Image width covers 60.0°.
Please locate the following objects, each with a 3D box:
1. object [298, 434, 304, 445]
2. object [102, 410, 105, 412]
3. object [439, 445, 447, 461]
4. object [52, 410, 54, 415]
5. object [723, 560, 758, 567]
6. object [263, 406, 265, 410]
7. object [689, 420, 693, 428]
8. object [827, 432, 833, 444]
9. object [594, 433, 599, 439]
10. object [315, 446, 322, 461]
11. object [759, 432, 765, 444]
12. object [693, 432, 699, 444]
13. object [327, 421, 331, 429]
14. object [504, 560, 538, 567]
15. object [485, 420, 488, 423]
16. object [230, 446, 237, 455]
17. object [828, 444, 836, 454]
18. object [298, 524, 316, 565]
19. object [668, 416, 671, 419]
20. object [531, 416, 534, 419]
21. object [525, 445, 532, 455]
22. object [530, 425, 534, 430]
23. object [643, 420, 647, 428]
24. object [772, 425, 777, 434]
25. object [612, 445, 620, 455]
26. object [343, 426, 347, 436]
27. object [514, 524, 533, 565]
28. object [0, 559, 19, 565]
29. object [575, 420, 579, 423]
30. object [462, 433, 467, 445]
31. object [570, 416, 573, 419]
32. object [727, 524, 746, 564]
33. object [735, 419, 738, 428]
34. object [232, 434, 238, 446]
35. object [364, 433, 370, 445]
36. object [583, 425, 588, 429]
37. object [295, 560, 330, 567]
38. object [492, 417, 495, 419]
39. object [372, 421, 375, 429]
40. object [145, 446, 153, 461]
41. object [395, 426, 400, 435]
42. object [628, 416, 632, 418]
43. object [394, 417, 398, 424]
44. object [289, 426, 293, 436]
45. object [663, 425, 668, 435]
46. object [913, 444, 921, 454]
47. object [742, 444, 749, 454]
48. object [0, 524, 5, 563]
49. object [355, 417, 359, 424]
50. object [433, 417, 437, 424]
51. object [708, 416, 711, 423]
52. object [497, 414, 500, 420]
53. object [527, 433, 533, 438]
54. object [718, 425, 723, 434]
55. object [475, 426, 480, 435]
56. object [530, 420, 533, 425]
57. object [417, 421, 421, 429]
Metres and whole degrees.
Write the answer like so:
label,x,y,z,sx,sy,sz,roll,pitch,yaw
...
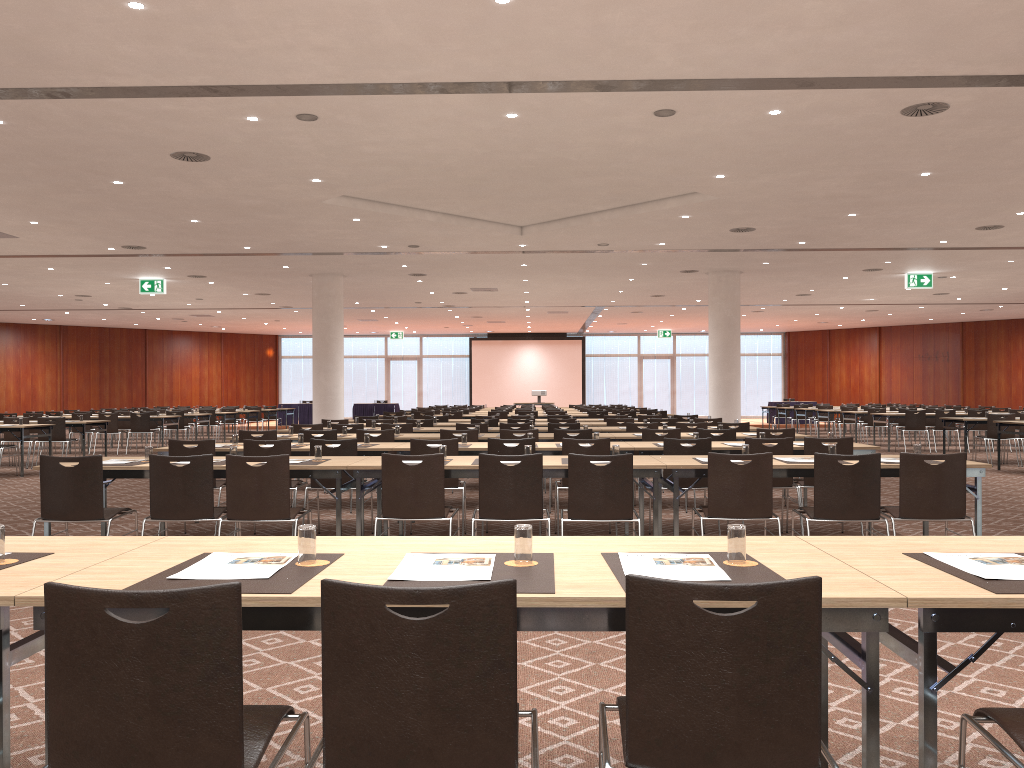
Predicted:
label,x,y,z,sx,sy,sz,roll,pitch,yaw
object,-2.092,0.550,8.785,0.054,0.114,0.054,0,0,13
object,-10.357,0.715,22.494,0.054,0.114,0.054,0,0,35
object,-0.524,0.523,6.728,0.054,0.114,0.054,0,0,-32
object,-11.667,0.721,22.525,0.054,0.114,0.054,0,0,35
object,0.685,0.537,2.659,0.102,0.001,0.102,0,-1,-32
object,-7.939,0.761,28.431,0.054,0.114,0.054,0,0,-10
object,2.560,0.566,12.654,0.054,0.114,0.054,0,0,-32
object,3.106,0.526,8.652,0.054,0.114,0.054,0,0,-10
object,0.829,0.536,8.710,0.054,0.114,0.054,0,0,-10
object,-1.478,0.528,6.769,0.054,0.114,0.054,0,0,-32
object,2.448,0.529,8.673,0.054,0.114,0.054,0,0,35
object,1.801,0.532,8.683,0.054,0.114,0.054,0,0,35
object,-2.640,0.590,12.799,0.054,0.114,0.054,0,0,-10
object,0.028,0.540,2.672,0.102,0.001,0.102,0,-1,-32
object,-0.367,0.580,12.739,0.054,0.114,0.054,0,0,-10
object,-2.131,0.531,6.786,0.054,0.114,0.054,0,0,35
object,2.406,0.510,6.660,0.054,0.114,0.054,0,0,35
object,-0.621,0.486,2.688,0.054,0.114,0.054,0,0,-32
object,2.606,0.585,14.654,0.054,0.114,0.054,0,0,-32
object,0.336,0.595,14.719,0.054,0.114,0.054,0,0,35
object,0.123,0.521,6.715,0.054,0.114,0.054,0,0,-32
object,0.242,0.558,10.716,0.054,0.114,0.054,0,0,35
object,1.907,0.569,12.685,0.054,0.114,0.054,0,0,-32
object,3.152,0.545,10.655,0.054,0.114,0.054,0,0,-32
object,0.785,0.518,6.695,0.054,0.114,0.054,0,0,-32
object,-2.032,0.568,10.779,0.054,0.114,0.054,0,0,-32
object,0.034,0.483,2.676,0.054,0.114,0.054,0,0,-32
object,-1.575,0.547,2.725,0.102,0.001,0.102,0,-1,-32
object,0.934,0.574,12.696,0.054,0.114,0.054,0,0,35
object,-0.469,0.542,8.728,0.054,0.114,0.054,0,0,-10
object,0.985,0.592,14.699,0.054,0.114,0.054,0,0,35
object,0.675,0.480,2.663,0.054,0.114,0.054,0,0,-32
object,3.202,0.563,12.649,0.054,0.114,0.054,0,0,-10
object,-2.745,0.552,8.787,0.054,0.114,0.054,0,0,-10
object,-1.433,0.547,8.755,0.054,0.114,0.054,0,0,35
object,0.889,0.555,10.695,0.054,0.114,0.054,0,0,35
object,-0.604,0.543,2.687,0.102,0.001,0.102,0,-1,-32
object,-0.310,0.598,14.740,0.054,0.114,0.054,0,0,35
object,-1.995,0.587,12.783,0.054,0.114,0.054,0,0,-10
object,-2.781,0.534,6.787,0.054,0.114,0.054,0,0,-32
object,-1.389,0.565,10.759,0.054,0.114,0.054,0,0,-32
object,1.953,0.588,14.676,0.054,0.114,0.054,0,0,-32
object,-1.936,0.606,14.780,0.054,0.114,0.054,0,0,13
object,-2.693,0.571,10.802,0.054,0.114,0.054,0,0,35
object,1.846,0.551,10.684,0.054,0.114,0.054,0,0,13
object,3.042,0.507,6.656,0.054,0.114,0.054,0,0,-32
object,1.758,0.513,6.677,0.054,0.114,0.054,0,0,35
object,-1.585,0.490,2.717,0.054,0.114,0.054,0,0,-32
object,-2.588,0.609,14.801,0.054,0.114,0.054,0,0,35
object,-1.280,0.603,14.752,0.054,0.114,0.054,0,0,13
object,3.261,0.582,14.638,0.054,0.114,0.054,0,0,35
object,-0.262,0.617,16.737,0.054,0.114,0.054,0,0,-10
object,0.179,0.539,8.730,0.054,0.114,0.054,0,0,-10
object,2.510,0.548,10.662,0.054,0.114,0.054,0,0,-32
object,-0.417,0.561,10.727,0.054,0.114,0.054,0,0,35
object,0.279,0.577,12.716,0.054,0.114,0.054,0,0,-10
object,-1.343,0.584,12.758,0.054,0.114,0.054,0,0,-32
